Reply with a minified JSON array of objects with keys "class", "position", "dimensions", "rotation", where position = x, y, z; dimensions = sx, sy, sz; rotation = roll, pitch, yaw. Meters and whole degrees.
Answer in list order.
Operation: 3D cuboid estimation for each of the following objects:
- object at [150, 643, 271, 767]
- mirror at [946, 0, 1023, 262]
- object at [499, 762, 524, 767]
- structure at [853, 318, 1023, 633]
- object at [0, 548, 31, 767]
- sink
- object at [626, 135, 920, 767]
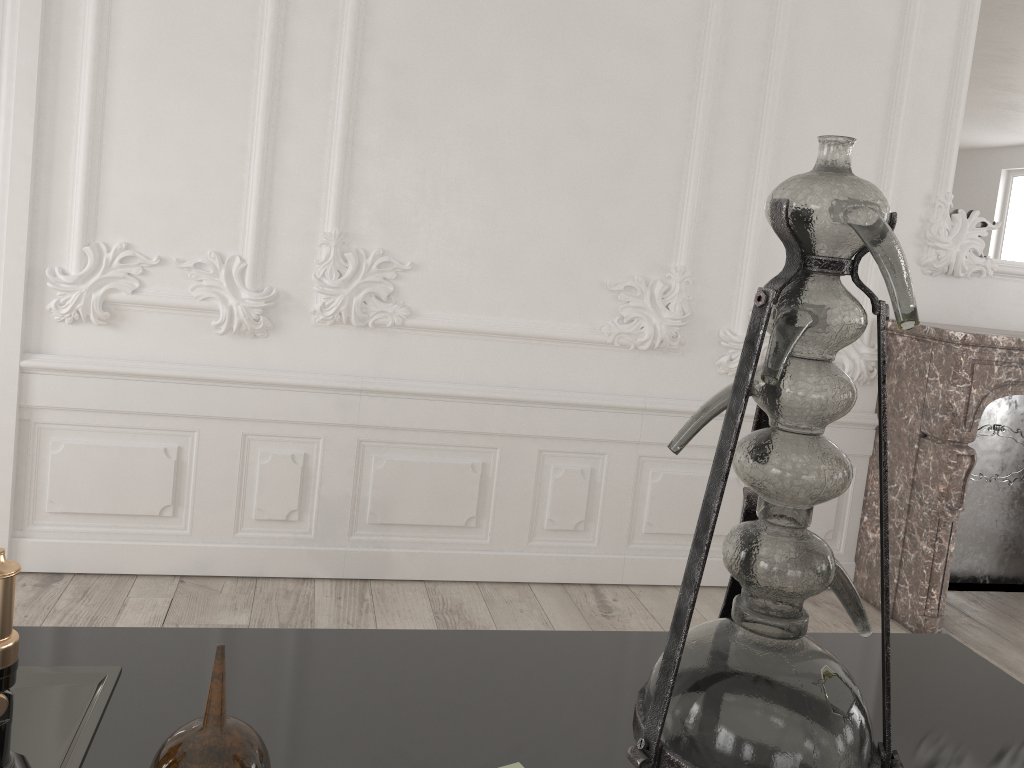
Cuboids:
[{"class":"object","position":[-0.275,0.305,0.820],"dimensions":[0.111,0.131,0.112],"rotation":[5,7,-8]},{"class":"mirror","position":[2.635,-1.241,4.022],"dimensions":[1.432,1.560,0.009],"rotation":[5,5,-13]},{"class":"object","position":[-0.027,0.396,0.824],"dimensions":[0.140,0.004,0.094],"rotation":[0,11,-33]},{"class":"structure","position":[2.358,0.407,3.963],"dimensions":[1.542,1.238,0.666],"rotation":[5,6,-13]},{"class":"object","position":[-0.477,0.217,0.728],"dimensions":[0.169,0.289,0.133],"rotation":[1,8,-43]},{"class":"sink","position":[-0.962,0.392,0.641],"dimensions":[1.163,0.139,0.490],"rotation":[4,9,-13]},{"class":"object","position":[0.282,0.107,0.798],"dimensions":[0.296,0.646,0.319],"rotation":[10,7,30]}]
